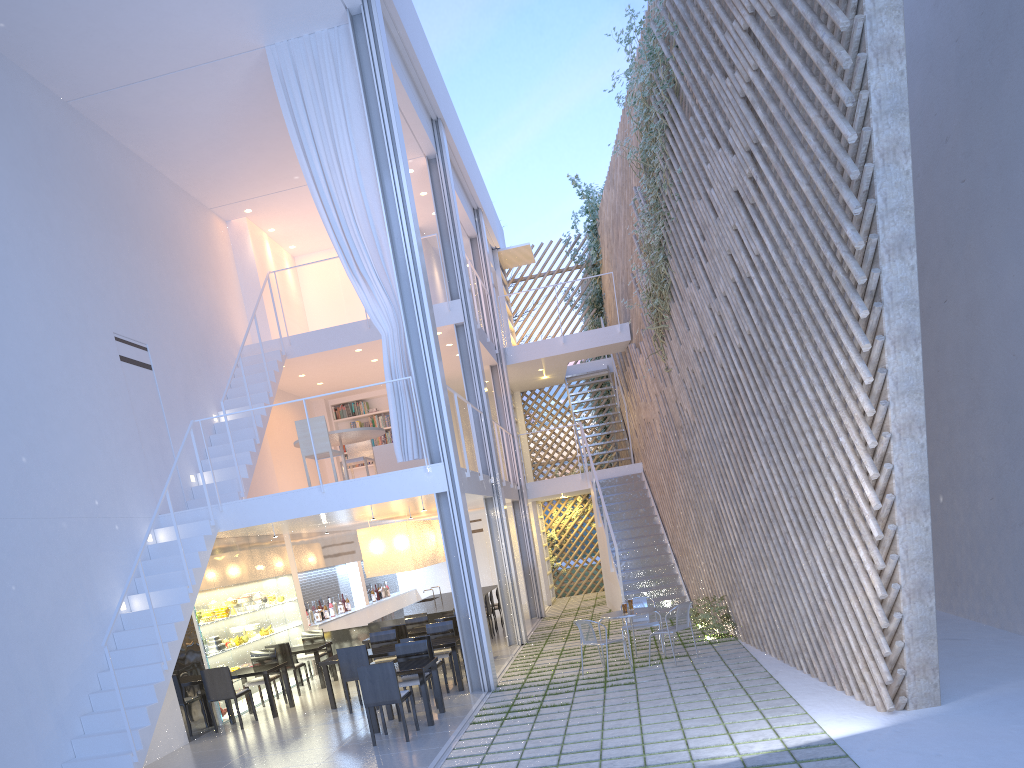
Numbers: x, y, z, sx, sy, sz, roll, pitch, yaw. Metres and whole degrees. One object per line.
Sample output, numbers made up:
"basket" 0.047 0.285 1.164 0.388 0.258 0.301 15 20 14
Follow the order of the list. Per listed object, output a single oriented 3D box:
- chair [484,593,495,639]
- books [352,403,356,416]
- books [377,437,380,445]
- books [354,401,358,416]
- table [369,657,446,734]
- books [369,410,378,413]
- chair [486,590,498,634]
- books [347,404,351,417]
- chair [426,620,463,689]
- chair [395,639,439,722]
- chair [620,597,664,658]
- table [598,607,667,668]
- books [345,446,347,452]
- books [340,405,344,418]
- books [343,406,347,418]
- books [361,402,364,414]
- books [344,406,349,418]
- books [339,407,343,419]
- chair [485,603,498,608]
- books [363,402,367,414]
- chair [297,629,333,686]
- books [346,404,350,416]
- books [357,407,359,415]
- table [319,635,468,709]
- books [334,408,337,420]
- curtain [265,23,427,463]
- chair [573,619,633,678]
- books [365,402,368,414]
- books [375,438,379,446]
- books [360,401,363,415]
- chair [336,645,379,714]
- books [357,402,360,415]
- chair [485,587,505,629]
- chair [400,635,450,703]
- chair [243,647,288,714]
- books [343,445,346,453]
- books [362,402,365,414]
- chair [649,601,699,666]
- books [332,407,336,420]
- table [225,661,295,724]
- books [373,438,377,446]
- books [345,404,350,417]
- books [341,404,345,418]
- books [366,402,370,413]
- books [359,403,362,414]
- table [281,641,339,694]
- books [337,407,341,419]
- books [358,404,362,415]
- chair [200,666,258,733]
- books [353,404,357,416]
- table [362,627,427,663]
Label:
"chair" -0.316 2.188 7.700 0.242 0.452 0.180 -9 8 6
"books" -1.648 0.275 8.617 0.027 0.147 0.075 -8 7 6
"books" -1.395 0.611 8.668 0.021 0.102 0.060 -8 6 6
"books" -1.615 0.263 8.606 0.015 0.157 0.083 -8 7 6
"table" -0.593 1.722 4.559 0.363 0.340 0.342 -9 1 7
"books" -1.445 0.298 8.603 0.095 0.021 0.062 -11 -8 8
"chair" -0.285 2.242 8.029 0.241 0.452 0.180 -9 8 3
"books" -1.696 0.283 8.622 0.025 0.149 0.080 -8 7 6
"chair" -0.483 1.842 5.598 0.194 0.452 0.226 -8 7 7
"chair" -0.568 1.697 4.709 0.194 0.452 0.226 -8 7 7
"chair" 0.861 1.623 5.522 0.265 0.392 0.236 -9 6 7
"table" 0.758 1.611 5.234 0.337 0.342 0.352 -10 1 -30
"books" -1.750 0.667 8.707 0.006 0.127 0.091 -8 4 6
"books" -1.773 0.298 8.633 0.011 0.149 0.082 -8 6 6
"books" -1.742 0.302 8.627 0.021 0.127 0.088 -8 4 6
"books" -1.550 0.258 8.594 0.008 0.138 0.091 -8 5 6
"books" -1.728 0.297 8.623 0.007 0.132 0.092 -8 4 6
"books" -1.787 0.310 8.644 0.021 0.135 0.067 -8 7 6
"chair" -0.181 2.340 8.680 0.243 0.452 0.179 -8 8 9
"books" -1.523 0.256 8.590 0.015 0.132 0.091 -8 5 6
"chair" -1.643 2.249 6.770 0.194 0.452 0.226 -8 7 7
"books" -1.705 0.285 8.623 0.025 0.149 0.080 -8 7 6
"books" -1.601 0.277 8.611 0.006 0.123 0.077 -8 5 6
"table" -0.757 1.910 5.460 0.925 0.340 0.341 -11 0 8
"books" -1.844 0.322 8.642 0.006 0.127 0.091 -8 4 6
"curtain" -0.923 -0.719 4.741 0.519 2.497 0.091 -8 11 5
"chair" 0.533 1.585 4.993 0.238 0.391 0.264 -14 6 -38
"books" -1.511 0.258 8.592 0.007 0.124 0.086 -8 4 6
"books" -1.415 0.615 8.672 0.021 0.102 0.060 -8 6 6
"books" -1.560 0.255 8.597 0.009 0.150 0.086 -8 6 6
"chair" -0.942 1.850 5.208 0.194 0.452 0.226 -8 7 7
"books" -1.594 0.264 8.603 0.010 0.145 0.085 -8 6 6
"chair" -0.226 2.290 8.353 0.242 0.452 0.180 -9 8 5
"chair" -0.540 1.770 5.144 0.194 0.452 0.226 -8 7 7
"chair" -1.764 2.099 5.816 0.194 0.452 0.226 -8 7 7
"books" -1.763 0.670 8.710 0.021 0.127 0.088 -8 4 6
"books" -1.538 0.261 8.595 0.015 0.127 0.089 -8 4 6
"chair" 0.985 1.509 5.002 0.250 0.391 0.251 -14 7 -42
"books" -1.856 0.316 8.645 0.015 0.146 0.085 -8 6 6
"table" -1.733 2.105 5.615 0.363 0.340 0.342 -9 1 7
"books" -1.436 0.619 8.675 0.021 0.102 0.060 -8 6 6
"books" -1.714 0.287 8.625 0.025 0.149 0.080 -8 7 6
"books" -1.761 0.292 8.632 0.011 0.158 0.078 -8 7 6
"books" -1.504 0.254 8.599 0.006 0.133 0.068 -8 7 6
"books" -1.567 0.265 8.597 0.005 0.132 0.091 -8 4 6
"table" -1.619 2.246 6.519 0.363 0.340 0.342 -9 1 7
"books" -1.808 0.314 8.648 0.021 0.135 0.067 -8 7 6
"books" -1.578 0.272 8.605 0.018 0.125 0.081 -8 5 6
"chair" -1.825 2.022 5.329 0.194 0.452 0.226 -8 7 7
"books" -1.628 0.279 8.610 0.015 0.130 0.085 -8 5 6
"table" -0.642 2.052 6.364 0.925 0.340 0.341 -11 0 8
